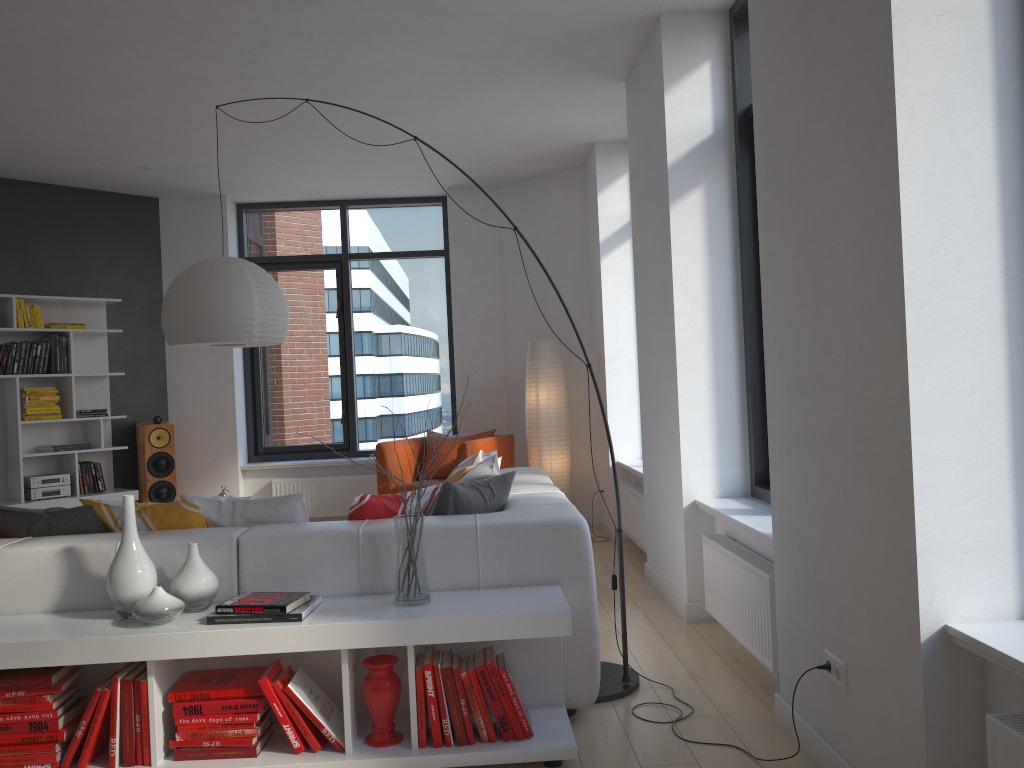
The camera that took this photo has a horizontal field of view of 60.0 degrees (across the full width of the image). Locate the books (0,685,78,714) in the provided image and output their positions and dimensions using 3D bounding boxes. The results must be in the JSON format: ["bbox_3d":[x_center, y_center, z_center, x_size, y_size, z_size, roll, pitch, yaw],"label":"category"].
[{"bbox_3d":[-1.541,1.005,2.824,0.236,0.023,0.178,-3,0,-3],"label":"books"}]

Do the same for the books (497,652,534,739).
[{"bbox_3d":[0.009,1.011,2.891,0.103,0.230,0.173,-3,0,-3],"label":"books"}]

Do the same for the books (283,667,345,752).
[{"bbox_3d":[-0.621,1.046,2.857,0.186,0.223,0.188,-3,0,-2],"label":"books"}]

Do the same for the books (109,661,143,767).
[{"bbox_3d":[-1.228,1.044,2.822,0.046,0.282,0.199,-3,0,-3],"label":"books"}]

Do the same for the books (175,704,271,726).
[{"bbox_3d":[-0.919,1.047,2.857,0.261,0.027,0.191,-3,0,1],"label":"books"}]

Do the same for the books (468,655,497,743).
[{"bbox_3d":[-0.097,1.014,2.874,0.083,0.233,0.178,-3,0,-3],"label":"books"}]

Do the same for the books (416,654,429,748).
[{"bbox_3d":[-0.288,1.014,2.853,0.026,0.250,0.168,-3,0,-3],"label":"books"}]

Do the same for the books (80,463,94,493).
[{"bbox_3d":[-3.403,0.751,7.091,0.169,0.242,0.050,-3,0,42],"label":"books"}]

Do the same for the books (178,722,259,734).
[{"bbox_3d":[-0.927,1.073,2.852,0.236,0.023,0.178,-3,0,-3],"label":"books"}]

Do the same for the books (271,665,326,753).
[{"bbox_3d":[-0.677,1.042,2.855,0.148,0.232,0.171,-3,0,-1],"label":"books"}]

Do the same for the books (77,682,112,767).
[{"bbox_3d":[-1.290,1.062,2.819,0.115,0.245,0.192,-3,0,-3],"label":"books"}]

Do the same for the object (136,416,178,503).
[{"bbox_3d":[-3.001,0.809,7.482,0.290,1.088,0.434,-3,0,-33],"label":"object"}]

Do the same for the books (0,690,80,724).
[{"bbox_3d":[-1.549,1.031,2.828,0.261,0.027,0.191,-3,0,-7],"label":"books"}]

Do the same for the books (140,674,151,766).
[{"bbox_3d":[-1.132,1.044,2.818,0.028,0.269,0.181,-3,0,-3],"label":"books"}]

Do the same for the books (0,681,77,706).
[{"bbox_3d":[-1.561,0.983,2.832,0.257,0.025,0.182,-3,0,-3],"label":"books"}]

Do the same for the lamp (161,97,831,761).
[{"bbox_3d":[-0.280,-0.104,3.702,3.199,2.647,0.710,-3,0,33],"label":"lamp"}]

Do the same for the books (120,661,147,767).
[{"bbox_3d":[-1.191,1.046,2.840,0.038,0.270,0.215,-3,0,-3],"label":"books"}]

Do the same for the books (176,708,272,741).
[{"bbox_3d":[-0.924,1.096,2.861,0.257,0.025,0.182,-3,0,-3],"label":"books"}]

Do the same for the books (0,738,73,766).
[{"bbox_3d":[-1.536,1.154,2.804,0.282,0.030,0.188,-3,0,-1],"label":"books"}]

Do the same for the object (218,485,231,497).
[{"bbox_3d":[-1.715,0.710,5.022,0.330,0.265,0.330,-3,0,21],"label":"object"}]

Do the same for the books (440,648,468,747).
[{"bbox_3d":[-0.185,1.010,2.871,0.076,0.252,0.199,-3,0,-3],"label":"books"}]

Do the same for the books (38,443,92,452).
[{"bbox_3d":[-3.537,0.501,7.014,0.250,0.047,0.310,-3,0,38],"label":"books"}]

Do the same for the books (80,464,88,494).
[{"bbox_3d":[-3.444,0.756,7.066,0.189,0.240,0.053,-3,0,43],"label":"books"}]

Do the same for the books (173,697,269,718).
[{"bbox_3d":[-0.924,1.015,2.874,0.279,0.039,0.206,-3,0,-4],"label":"books"}]

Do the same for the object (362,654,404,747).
[{"bbox_3d":[-0.417,1.017,2.856,0.125,0.258,0.125,-3,0,-25],"label":"object"}]

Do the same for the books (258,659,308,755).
[{"bbox_3d":[-0.725,1.035,2.859,0.134,0.248,0.192,-3,0,-3],"label":"books"}]

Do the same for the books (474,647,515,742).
[{"bbox_3d":[-0.058,1.005,2.883,0.119,0.249,0.187,-3,0,-3],"label":"books"}]

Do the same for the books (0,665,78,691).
[{"bbox_3d":[-1.562,0.928,2.833,0.259,0.034,0.206,-3,0,-6],"label":"books"}]

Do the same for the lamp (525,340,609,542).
[{"bbox_3d":[0.390,0.422,6.969,0.502,1.550,0.804,-2,0,-42],"label":"lamp"}]

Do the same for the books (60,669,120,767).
[{"bbox_3d":[-1.332,1.063,2.824,0.144,0.247,0.188,-3,0,-2],"label":"books"}]

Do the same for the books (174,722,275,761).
[{"bbox_3d":[-0.923,1.151,2.862,0.259,0.034,0.206,-3,0,0],"label":"books"}]

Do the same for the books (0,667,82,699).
[{"bbox_3d":[-1.543,0.957,2.826,0.266,0.026,0.187,-3,0,-8],"label":"books"}]

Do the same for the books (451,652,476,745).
[{"bbox_3d":[-0.155,1.012,2.862,0.066,0.247,0.175,-3,0,-3],"label":"books"}]

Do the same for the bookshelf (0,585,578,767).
[{"bbox_3d":[-1.112,1.007,2.853,2.600,0.500,0.356,-3,0,-3],"label":"bookshelf"}]

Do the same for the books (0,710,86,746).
[{"bbox_3d":[-1.538,1.099,2.844,0.301,0.032,0.227,-3,0,-3],"label":"books"}]

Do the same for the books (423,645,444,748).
[{"bbox_3d":[-0.252,1.004,2.862,0.050,0.268,0.198,-3,0,-3],"label":"books"}]

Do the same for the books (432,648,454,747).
[{"bbox_3d":[-0.220,1.007,2.861,0.056,0.262,0.185,-3,0,-3],"label":"books"}]

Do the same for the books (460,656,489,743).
[{"bbox_3d":[-0.121,1.017,2.869,0.081,0.230,0.165,-3,0,-3],"label":"books"}]

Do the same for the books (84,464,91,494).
[{"bbox_3d":[-3.423,0.755,7.080,0.170,0.236,0.049,-3,0,43],"label":"books"}]

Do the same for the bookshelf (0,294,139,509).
[{"bbox_3d":[-4.205,0.379,6.174,0.455,2.052,3.000,-3,0,42],"label":"bookshelf"}]

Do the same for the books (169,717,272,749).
[{"bbox_3d":[-0.933,1.122,2.853,0.266,0.026,0.187,-3,0,3],"label":"books"}]

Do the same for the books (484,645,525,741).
[{"bbox_3d":[-0.025,1.000,2.888,0.116,0.255,0.198,-3,0,-3],"label":"books"}]

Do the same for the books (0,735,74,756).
[{"bbox_3d":[-1.539,1.127,2.807,0.266,0.026,0.187,-3,0,-3],"label":"books"}]

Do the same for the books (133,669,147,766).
[{"bbox_3d":[-1.160,1.048,2.832,0.028,0.266,0.188,-3,0,-3],"label":"books"}]

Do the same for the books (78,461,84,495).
[{"bbox_3d":[-3.469,0.741,7.045,0.202,0.268,0.053,-3,0,42],"label":"books"}]

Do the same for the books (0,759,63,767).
[{"bbox_3d":[-1.538,1.183,2.821,0.274,0.029,0.200,-3,0,-3],"label":"books"}]

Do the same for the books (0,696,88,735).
[{"bbox_3d":[-1.546,1.064,2.844,0.279,0.039,0.206,-3,0,-2],"label":"books"}]

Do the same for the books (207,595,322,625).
[{"bbox_3d":[-0.794,0.729,2.871,0.300,0.026,0.245,-3,0,2],"label":"books"}]

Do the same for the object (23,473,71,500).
[{"bbox_3d":[-3.618,0.793,6.868,0.270,0.174,0.285,-3,0,42],"label":"object"}]

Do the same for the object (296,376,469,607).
[{"bbox_3d":[-0.317,0.348,2.872,0.406,0.744,0.607,-3,0,37],"label":"object"}]

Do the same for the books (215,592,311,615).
[{"bbox_3d":[-0.795,0.703,2.846,0.238,0.027,0.188,-3,0,11],"label":"books"}]

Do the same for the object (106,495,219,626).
[{"bbox_3d":[-1.169,0.561,2.911,0.316,0.398,0.319,-3,0,21],"label":"object"}]

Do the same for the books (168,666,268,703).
[{"bbox_3d":[-0.933,0.980,2.898,0.301,0.032,0.227,-3,0,-3],"label":"books"}]
